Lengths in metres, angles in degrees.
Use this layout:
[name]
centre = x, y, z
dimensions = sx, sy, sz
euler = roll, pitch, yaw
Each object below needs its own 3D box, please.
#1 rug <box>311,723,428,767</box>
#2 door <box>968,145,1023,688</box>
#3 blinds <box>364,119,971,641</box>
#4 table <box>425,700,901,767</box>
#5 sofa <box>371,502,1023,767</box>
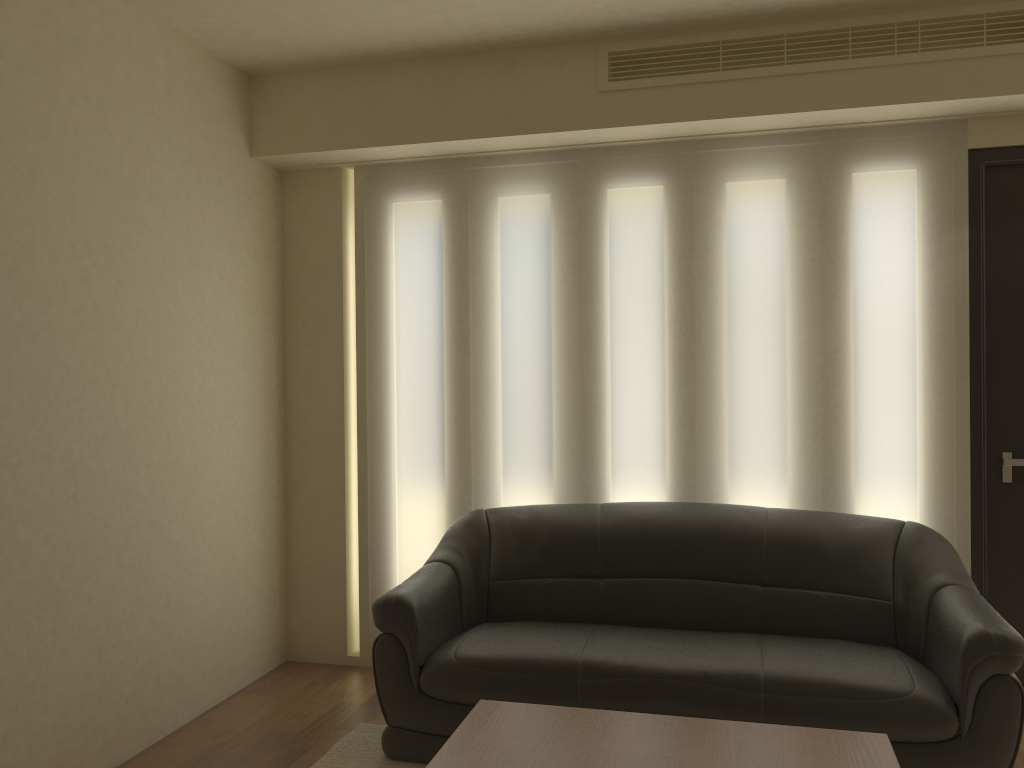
[rug]
centre = 0.761, 1.466, 2.208
dimensions = 3.592, 0.011, 2.482
euler = 0, 0, 15
[door]
centre = 2.496, 0.178, 3.781
dimensions = 1.011, 2.420, 0.118
euler = 0, 0, 15
[blinds]
centre = 0.619, 0.085, 4.209
dimensions = 2.830, 2.453, 0.002
euler = 0, 0, 15
[table]
centre = 0.358, 1.231, 2.130
dimensions = 1.213, 0.482, 1.045
euler = 0, 0, 15
[sofa]
centre = 0.671, 0.990, 3.600
dimensions = 2.337, 0.918, 0.944
euler = 0, 0, 15
